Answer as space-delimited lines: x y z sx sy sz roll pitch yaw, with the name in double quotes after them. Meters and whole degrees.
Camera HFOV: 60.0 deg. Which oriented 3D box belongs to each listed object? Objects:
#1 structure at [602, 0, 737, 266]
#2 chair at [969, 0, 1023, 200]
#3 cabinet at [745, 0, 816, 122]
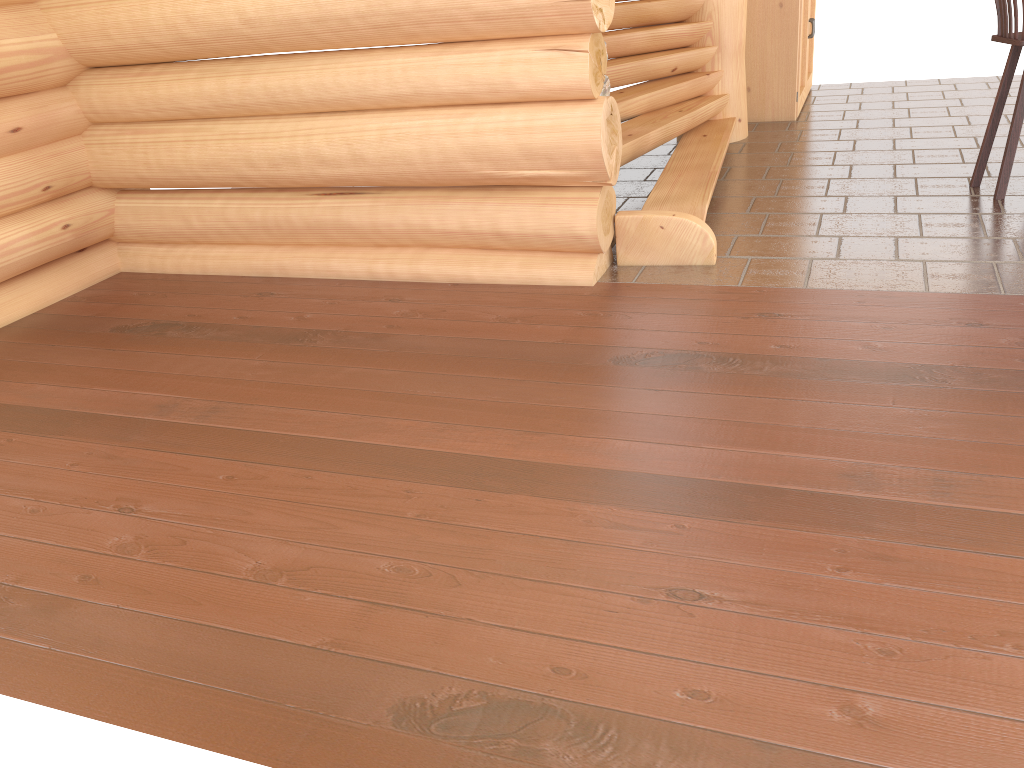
0.479 -2.160 5.998 1.951 1.643 3.604 1 27 16 "structure"
2.899 -1.733 4.924 0.504 1.319 0.406 -5 26 3 "chair"
2.413 -3.777 8.019 0.670 2.403 1.847 4 28 21 "cabinet"
